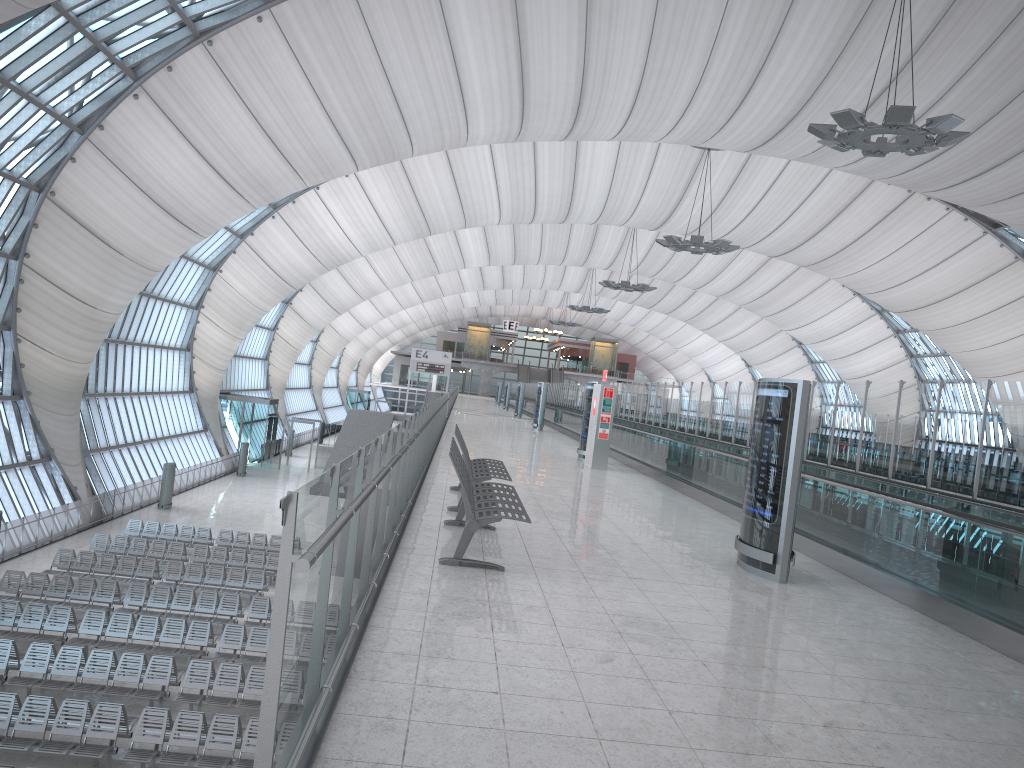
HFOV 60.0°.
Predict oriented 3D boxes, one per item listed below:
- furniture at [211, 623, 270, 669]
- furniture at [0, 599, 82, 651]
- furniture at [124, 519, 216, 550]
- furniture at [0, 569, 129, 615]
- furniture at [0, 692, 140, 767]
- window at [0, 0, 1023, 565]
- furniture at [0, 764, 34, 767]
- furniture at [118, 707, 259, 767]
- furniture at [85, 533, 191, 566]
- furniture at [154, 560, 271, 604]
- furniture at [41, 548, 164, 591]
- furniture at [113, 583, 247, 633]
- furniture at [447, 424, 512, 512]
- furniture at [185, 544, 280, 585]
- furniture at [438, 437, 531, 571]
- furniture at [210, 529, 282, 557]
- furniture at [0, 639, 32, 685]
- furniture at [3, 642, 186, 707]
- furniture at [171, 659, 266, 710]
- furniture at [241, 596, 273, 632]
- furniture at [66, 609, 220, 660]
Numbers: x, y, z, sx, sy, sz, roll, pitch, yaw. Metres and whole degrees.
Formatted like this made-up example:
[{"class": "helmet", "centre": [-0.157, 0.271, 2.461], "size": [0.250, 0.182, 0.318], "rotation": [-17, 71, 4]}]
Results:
[{"class": "furniture", "centre": [-4.772, 5.609, 18.602], "size": [2.705, 0.913, 1.572], "rotation": [7, 0, -3]}, {"class": "furniture", "centre": [-10.412, 4.923, 18.286], "size": [2.705, 0.913, 1.572], "rotation": [7, 0, -3]}, {"class": "furniture", "centre": [-10.974, 4.914, 28.332], "size": [2.705, 0.913, 1.572], "rotation": [7, 0, -3]}, {"class": "furniture", "centre": [-10.546, 4.921, 20.683], "size": [2.705, 0.913, 1.572], "rotation": [7, 0, -3]}, {"class": "furniture", "centre": [-7.324, 5.271, 13.649], "size": [2.705, 0.913, 1.572], "rotation": [7, 0, -3]}, {"class": "window", "centre": [6.320, -2.171, 79.478], "size": [50.537, 20.004, 167.818], "rotation": [7, 0, -3]}, {"class": "furniture", "centre": [-7.194, 5.273, 11.330], "size": [2.705, 0.913, 1.572], "rotation": [7, 0, -3]}, {"class": "furniture", "centre": [-4.504, 5.614, 13.807], "size": [2.705, 0.913, 1.572], "rotation": [7, 0, -3]}, {"class": "furniture", "centre": [-10.826, 4.917, 25.695], "size": [2.705, 0.913, 1.572], "rotation": [7, 0, -3]}, {"class": "furniture", "centre": [-7.875, 5.262, 23.508], "size": [2.705, 0.913, 1.572], "rotation": [7, 0, -3]}, {"class": "furniture", "centre": [-10.695, 4.919, 23.350], "size": [2.705, 0.913, 1.572], "rotation": [7, 0, -3]}, {"class": "furniture", "centre": [-7.726, 5.264, 20.841], "size": [2.705, 0.913, 1.572], "rotation": [7, 0, -3]}, {"class": "furniture", "centre": [-0.419, 1.048, 11.231], "size": [0.713, 0.902, 2.520], "rotation": [7, 0, -3]}, {"class": "furniture", "centre": [-8.006, 5.260, 25.853], "size": [2.705, 0.913, 1.572], "rotation": [7, 0, -3]}, {"class": "furniture", "centre": [-0.267, 1.049, 8.213], "size": [0.713, 0.902, 2.520], "rotation": [7, 0, -3]}, {"class": "furniture", "centre": [-8.153, 5.257, 28.490], "size": [2.705, 0.913, 1.572], "rotation": [7, 0, -3]}, {"class": "furniture", "centre": [-10.278, 4.925, 15.888], "size": [2.705, 0.913, 1.572], "rotation": [7, 0, -3]}, {"class": "furniture", "centre": [-7.458, 5.268, 16.046], "size": [2.705, 0.913, 1.572], "rotation": [7, 0, -3]}, {"class": "furniture", "centre": [-4.638, 5.612, 16.204], "size": [2.705, 0.913, 1.572], "rotation": [7, 0, -3]}, {"class": "furniture", "centre": [-4.906, 5.607, 20.999], "size": [2.705, 0.913, 1.572], "rotation": [7, 0, -3]}, {"class": "furniture", "centre": [-7.592, 5.266, 18.444], "size": [2.705, 0.913, 1.572], "rotation": [7, 0, -3]}]
